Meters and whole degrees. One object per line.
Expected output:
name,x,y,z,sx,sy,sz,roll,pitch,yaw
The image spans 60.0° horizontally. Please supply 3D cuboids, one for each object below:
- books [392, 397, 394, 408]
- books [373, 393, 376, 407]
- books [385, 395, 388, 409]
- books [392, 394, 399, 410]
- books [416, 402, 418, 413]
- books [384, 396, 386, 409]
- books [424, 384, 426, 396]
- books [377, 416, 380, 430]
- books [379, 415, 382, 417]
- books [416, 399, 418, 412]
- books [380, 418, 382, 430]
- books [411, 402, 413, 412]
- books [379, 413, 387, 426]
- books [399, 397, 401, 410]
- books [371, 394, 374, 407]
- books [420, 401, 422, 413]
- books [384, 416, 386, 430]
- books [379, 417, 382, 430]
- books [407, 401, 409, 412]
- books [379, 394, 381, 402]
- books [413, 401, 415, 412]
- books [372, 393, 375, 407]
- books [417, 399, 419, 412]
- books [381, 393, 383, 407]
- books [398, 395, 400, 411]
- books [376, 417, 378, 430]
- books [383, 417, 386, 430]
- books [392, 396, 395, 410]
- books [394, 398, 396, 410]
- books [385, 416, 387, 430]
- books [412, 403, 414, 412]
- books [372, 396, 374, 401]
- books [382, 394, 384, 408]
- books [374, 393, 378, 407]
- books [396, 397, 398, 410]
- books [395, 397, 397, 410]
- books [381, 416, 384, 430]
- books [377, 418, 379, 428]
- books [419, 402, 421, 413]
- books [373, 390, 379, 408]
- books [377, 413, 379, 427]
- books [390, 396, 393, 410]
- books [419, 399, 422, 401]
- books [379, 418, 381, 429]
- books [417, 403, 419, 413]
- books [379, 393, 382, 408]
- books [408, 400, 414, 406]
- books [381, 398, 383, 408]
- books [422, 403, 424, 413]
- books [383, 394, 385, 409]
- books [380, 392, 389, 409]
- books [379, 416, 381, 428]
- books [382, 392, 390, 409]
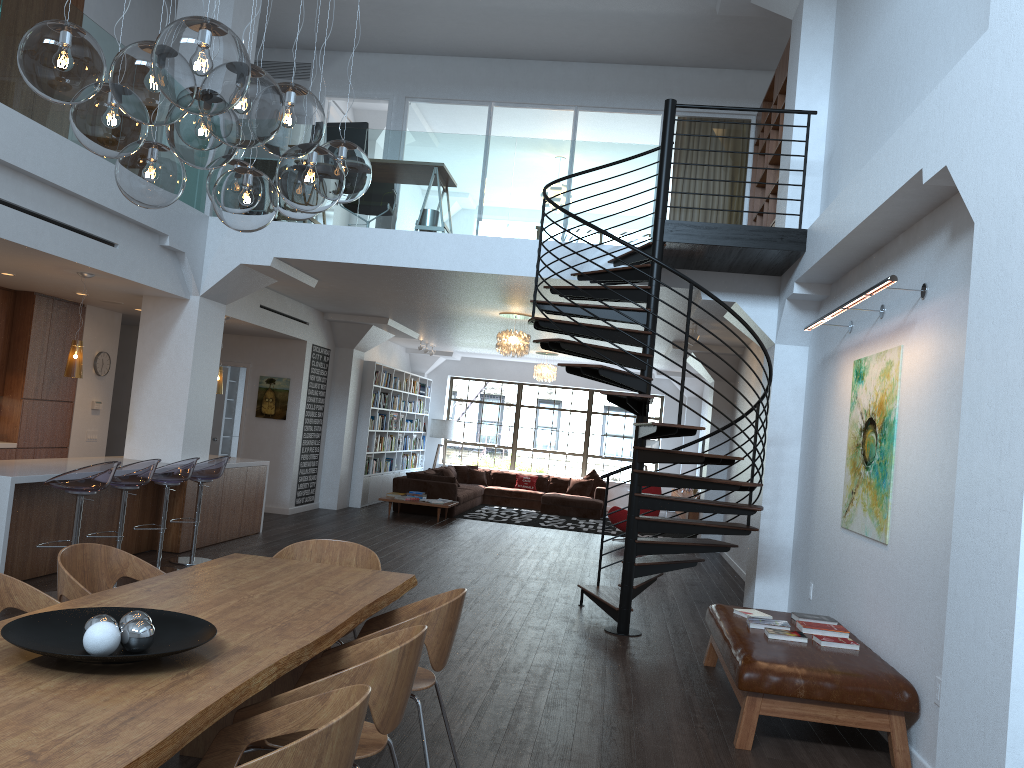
books,-2.240,0.337,16.023,0.174,0.239,0.045,5,-3,7
books,-2.378,0.266,14.840,0.172,0.235,0.112,5,-3,7
books,-2.295,0.311,15.619,0.174,0.240,0.054,5,-3,7
books,-2.195,0.337,16.448,0.176,0.290,0.053,5,-3,7
books,-2.002,0.455,17.991,0.160,0.250,0.026,5,-3,7
books,-2.301,0.315,15.543,0.161,0.223,0.032,5,-3,7
books,-1.910,0.118,18.594,0.183,0.253,0.042,5,-3,7
books,-2.369,0.666,15.258,0.174,0.239,0.045,5,-3,7
books,-2.364,0.670,15.473,0.182,0.253,0.034,5,-3,7
books,-2.021,0.434,17.948,0.198,0.284,0.066,5,-3,7
books,-2.351,0.683,15.402,0.161,0.223,0.026,5,-3,7
books,-2.052,0.460,17.658,0.136,0.196,0.045,5,-3,7
books,-2.312,0.670,15.740,0.176,0.294,0.102,5,-3,7
books,-2.171,0.366,16.578,0.159,0.250,0.026,5,-3,7
books,-2.392,0.271,14.780,0.161,0.218,0.101,5,-3,7
books,-1.966,0.472,18.291,0.183,0.253,0.034,5,-3,7
books,-2.326,0.683,15.644,0.182,0.253,0.034,5,-3,7
books,-2.352,0.682,15.375,0.161,0.223,0.027,5,-3,7
books,-2.094,0.432,17.241,0.146,0.202,0.027,5,-3,7
books,-2.355,0.286,15.182,0.174,0.236,0.142,5,-3,8
books,-2.041,0.453,17.788,0.158,0.226,0.052,5,-3,7
books,-2.384,0.266,14.809,0.152,0.232,0.104,5,-3,7
books,-1.999,0.439,18.057,0.176,0.290,0.053,5,-3,7
books,-2.337,0.284,15.358,0.180,0.259,0.042,5,-3,7
books,-2.193,0.343,16.508,0.197,0.283,0.065,5,-3,7
books,-2.393,0.634,15.124,0.197,0.283,0.065,5,-3,7
books,-2.325,0.687,15.603,0.174,0.239,0.045,5,-3,7
books,-2.229,0.336,16.123,0.182,0.253,0.034,5,-3,7
books,-2.218,0.357,16.224,0.161,0.223,0.026,5,-3,7
books,-2.311,0.686,15.676,0.182,0.253,0.034,5,-3,7
books,-2.045,0.465,17.698,0.139,0.191,0.036,5,-3,7
books,-2.398,0.284,14.701,0.161,0.182,0.170,5,-3,7
books,-2.324,0.296,15.435,0.171,0.246,0.039,5,-3,7
books,-2.371,0.267,14.923,0.174,0.242,0.105,5,-3,7
books,-2.201,0.358,16.370,0.174,0.239,0.045,5,-3,7
books,-2.210,0.351,16.319,0.170,0.245,0.057,5,-3,7
books,-2.337,0.674,15.504,0.182,0.253,0.034,5,-3,7
books,-2.379,0.671,15.223,0.161,0.223,0.027,5,-3,7
books,-1.982,0.476,18.253,0.174,0.240,0.045,5,-3,7
books,-2.351,0.249,15.000,0.176,0.290,0.053,5,-3,7
books,-2.381,0.635,15.184,0.176,0.290,0.053,5,-3,7
books,-2.244,0.326,15.950,0.182,0.253,0.034,5,-3,7
books,-1.969,0.455,18.328,0.176,0.290,0.036,5,-3,7
books,-2.362,0.666,15.351,0.159,0.250,0.026,5,-3,7
books,-1.995,0.460,18.099,0.183,0.253,0.034,5,-3,7
books,-2.342,0.282,15.271,0.183,0.253,0.042,5,-3,7
books,-2.043,0.448,17.739,0.140,0.231,0.042,5,-3,7
books,-2.331,0.291,15.397,0.160,0.251,0.039,5,-3,7
books,-1.940,0.503,18.544,0.161,0.223,0.026,5,-3,7
books,-2.318,0.297,15.509,0.183,0.253,0.042,5,-3,7
books,-2.298,0.294,15.735,0.198,0.284,0.049,5,-3,7
books,-2.366,0.665,15.309,0.170,0.245,0.057,5,-3,7
books,-2.275,0.296,15.785,0.176,0.291,0.053,5,-3,7
